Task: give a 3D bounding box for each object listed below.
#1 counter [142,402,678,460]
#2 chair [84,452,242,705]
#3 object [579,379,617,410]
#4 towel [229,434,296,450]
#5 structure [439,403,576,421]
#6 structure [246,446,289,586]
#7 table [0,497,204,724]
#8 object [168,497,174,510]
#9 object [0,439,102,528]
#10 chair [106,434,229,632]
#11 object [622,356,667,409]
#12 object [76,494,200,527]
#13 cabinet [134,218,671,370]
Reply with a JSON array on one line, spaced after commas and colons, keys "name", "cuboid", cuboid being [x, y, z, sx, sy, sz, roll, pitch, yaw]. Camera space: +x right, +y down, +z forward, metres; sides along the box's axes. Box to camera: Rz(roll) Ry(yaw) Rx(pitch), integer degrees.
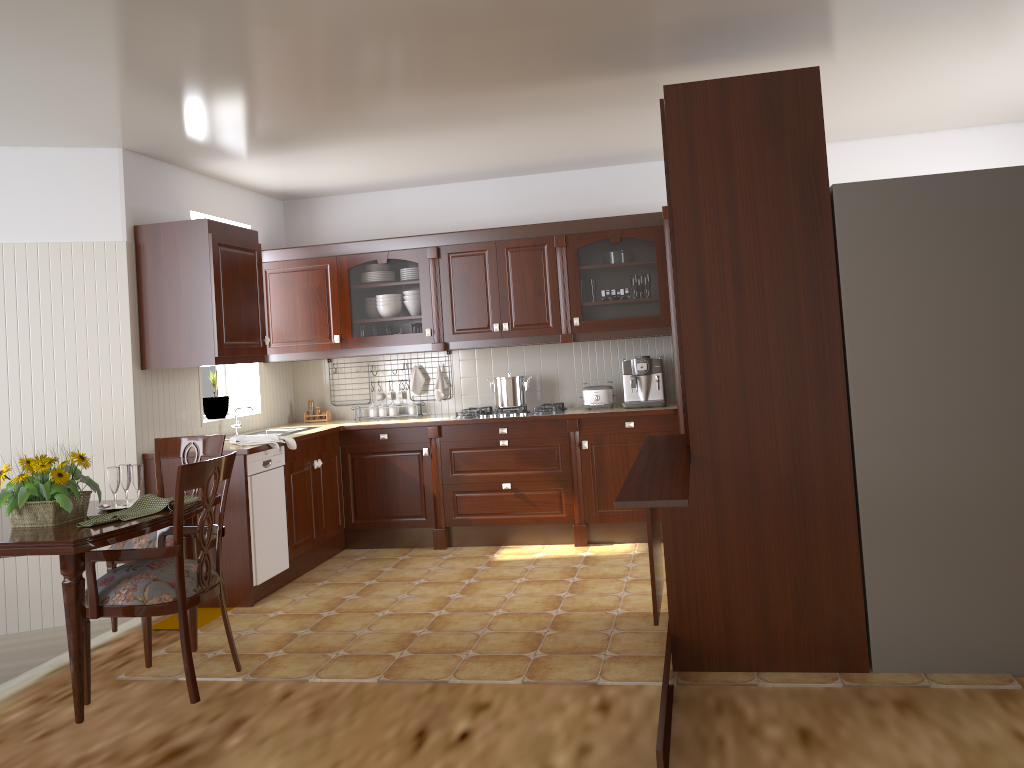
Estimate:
[{"name": "counter", "cuboid": [-0.417, 0.259, 5.301, 2.779, 0.032, 1.825, -3, 2, 12]}, {"name": "chair", "cuboid": [-1.167, 0.629, 2.949, 0.459, 0.748, 0.404, -4, -1, 12]}, {"name": "object", "cuboid": [0.557, 0.067, 5.748, 0.243, 0.189, 0.141, -4, -1, 12]}, {"name": "towel", "cuboid": [-1.373, 0.330, 4.899, 0.344, 0.097, 0.329, -5, 2, -25]}, {"name": "structure", "cuboid": [-0.013, 0.177, 5.838, 0.815, 0.046, 0.591, -3, 2, 12]}, {"name": "structure", "cuboid": [-1.491, 0.744, 4.828, 0.379, 0.749, 0.424, -4, -1, 12]}, {"name": "table", "cuboid": [-1.961, 0.766, 3.109, 1.675, 0.559, 0.735, -3, 1, 12]}, {"name": "object", "cuboid": [-1.237, 0.416, 3.087, 0.146, 0.047, 0.046, -3, 0, 25]}, {"name": "object", "cuboid": [-1.578, 0.331, 2.967, 0.299, 0.338, 0.318, -4, 0, 4]}, {"name": "chair", "cuboid": [-1.452, 0.618, 3.765, 0.404, 0.748, 0.459, -4, -1, 9]}, {"name": "object", "cuboid": [0.846, -0.016, 5.681, 0.274, 0.322, 0.323, -4, 0, 12]}, {"name": "object", "cuboid": [-1.268, 0.416, 3.053, 0.166, 0.056, 0.529, -3, 2, 25]}, {"name": "cabinet", "cuboid": [-0.515, -0.579, 5.139, 2.777, 0.781, 1.369, -3, 1, 12]}]
